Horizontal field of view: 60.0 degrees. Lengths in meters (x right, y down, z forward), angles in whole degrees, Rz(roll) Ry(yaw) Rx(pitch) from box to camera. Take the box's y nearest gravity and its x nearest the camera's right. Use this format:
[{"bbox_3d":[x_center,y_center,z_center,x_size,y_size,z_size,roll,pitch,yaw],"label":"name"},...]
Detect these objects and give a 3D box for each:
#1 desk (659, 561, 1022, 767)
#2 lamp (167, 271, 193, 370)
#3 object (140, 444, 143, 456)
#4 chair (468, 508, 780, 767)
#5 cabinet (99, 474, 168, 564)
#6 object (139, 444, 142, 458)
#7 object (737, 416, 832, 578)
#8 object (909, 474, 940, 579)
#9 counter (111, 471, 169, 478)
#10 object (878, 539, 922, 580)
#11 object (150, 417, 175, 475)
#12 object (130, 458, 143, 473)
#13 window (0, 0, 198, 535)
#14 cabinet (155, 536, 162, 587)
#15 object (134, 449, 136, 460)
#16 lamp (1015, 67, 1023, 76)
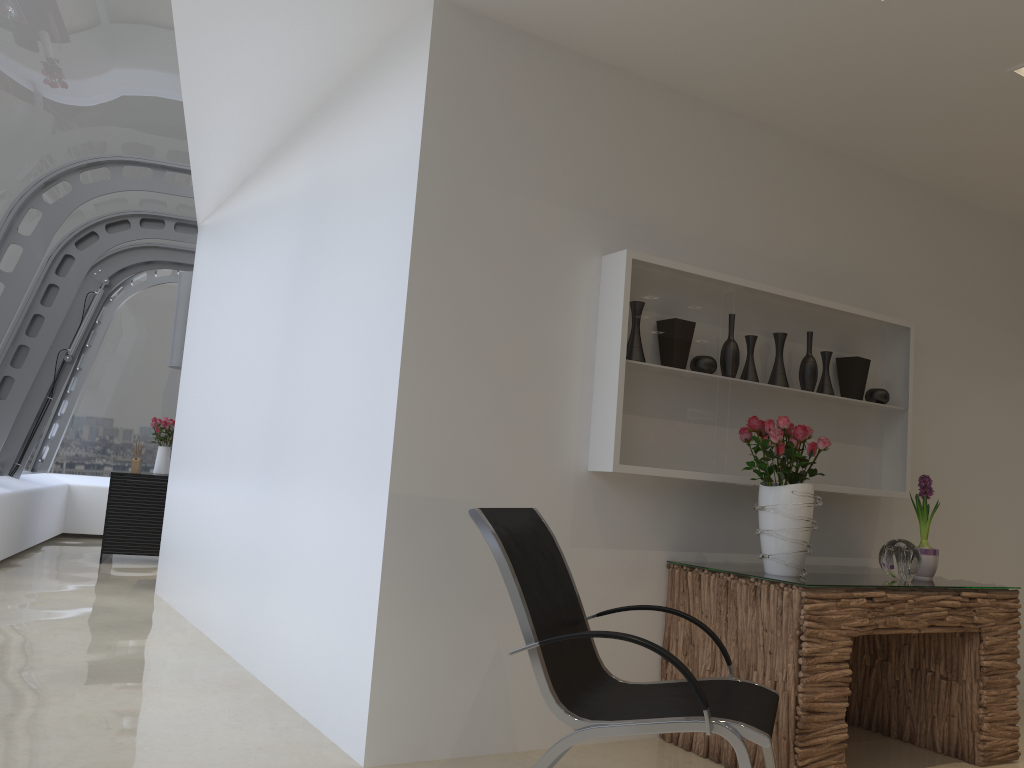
[{"bbox_3d":[1.452,1.220,3.887,1.436,0.762,0.793,8,-7,-30],"label":"desk"},{"bbox_3d":[-2.910,-0.590,9.161,1.112,0.966,0.606,6,-7,-18],"label":"lamp"},{"bbox_3d":[-3.785,0.753,9.012,0.039,0.298,0.068,6,-7,-17],"label":"object"},{"bbox_3d":[0.375,0.915,2.782,0.943,0.972,0.752,2,-7,19],"label":"chair"},{"bbox_3d":[-2.183,1.510,9.387,3.800,0.838,1.007,6,-7,-18],"label":"cabinet"},{"bbox_3d":[-3.764,0.747,8.952,0.019,0.299,0.057,6,-7,-17],"label":"object"},{"bbox_3d":[1.114,0.459,3.671,0.327,0.654,0.350,6,-7,-11],"label":"object"},{"bbox_3d":[1.898,0.654,4.085,0.129,0.476,0.129,2,-7,19],"label":"object"},{"bbox_3d":[-2.150,1.086,9.434,3.800,0.018,1.006,6,-7,-18],"label":"counter"},{"bbox_3d":[1.695,0.766,3.874,0.174,0.179,0.175,4,-6,2],"label":"object"},{"bbox_3d":[-3.645,0.646,9.300,0.327,0.596,0.350,6,-7,-11],"label":"object"},{"bbox_3d":[-3.769,0.821,8.907,0.084,0.157,0.353,6,-7,-17],"label":"object"},{"bbox_3d":[3.460,0.593,6.476,16.693,3.674,16.171,7,-7,-25],"label":"window"},{"bbox_3d":[-0.314,0.473,8.130,5.157,2.901,0.831,6,-7,-18],"label":"cabinet"},{"bbox_3d":[-3.725,0.746,8.764,0.016,0.259,0.199,5,-6,-6],"label":"object"},{"bbox_3d":[4.370,-0.996,4.874,9.775,0.004,9.928,8,-7,-30],"label":"lamp"}]
